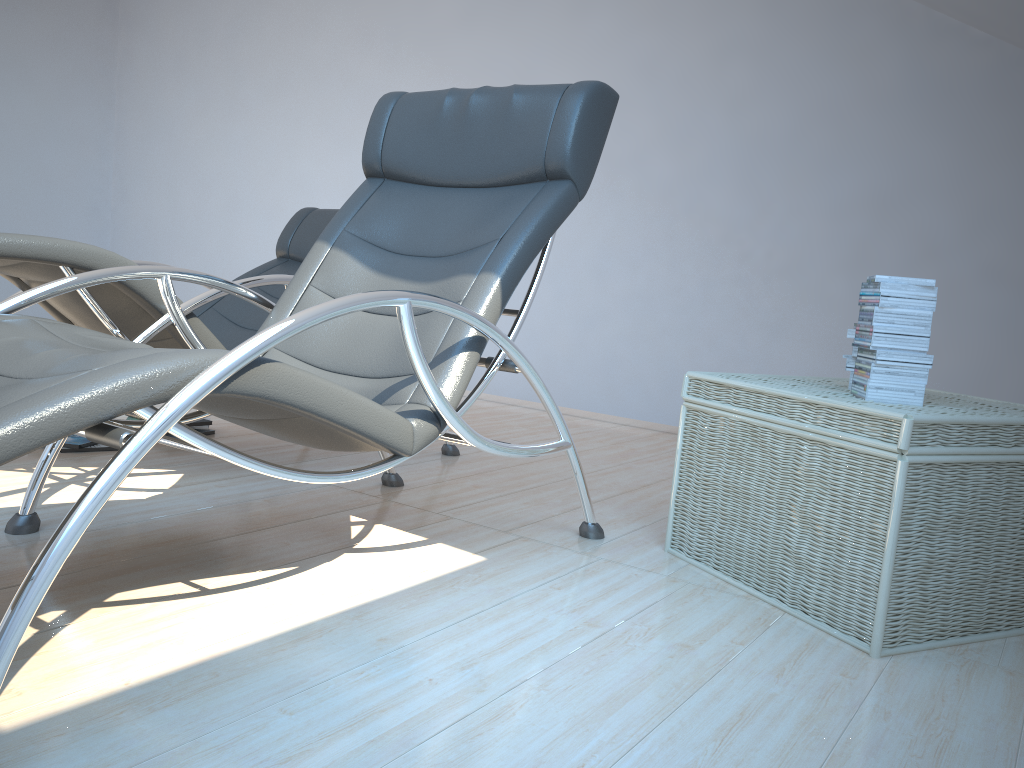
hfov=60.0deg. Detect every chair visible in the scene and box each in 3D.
[{"bbox_3d":[-0.540,-0.190,1.938,0.836,1.251,1.938,9,7,33],"label":"chair"},{"bbox_3d":[-1.082,-0.195,2.906,0.836,0.953,2.114,9,7,33],"label":"chair"}]

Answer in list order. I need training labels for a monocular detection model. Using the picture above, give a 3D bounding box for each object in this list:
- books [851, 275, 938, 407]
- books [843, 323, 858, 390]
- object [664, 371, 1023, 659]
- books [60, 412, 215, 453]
[{"bbox_3d":[0.908,-0.103,2.119,0.149,0.300,0.149,6,6,4],"label":"books"},{"bbox_3d":[0.963,-0.061,2.328,0.162,0.184,0.165,9,7,31],"label":"books"},{"bbox_3d":[0.940,0.278,2.305,0.744,0.518,0.745,2,7,-27],"label":"object"},{"bbox_3d":[-1.735,0.288,1.337,1.045,0.222,4.790,5,6,0],"label":"books"}]
